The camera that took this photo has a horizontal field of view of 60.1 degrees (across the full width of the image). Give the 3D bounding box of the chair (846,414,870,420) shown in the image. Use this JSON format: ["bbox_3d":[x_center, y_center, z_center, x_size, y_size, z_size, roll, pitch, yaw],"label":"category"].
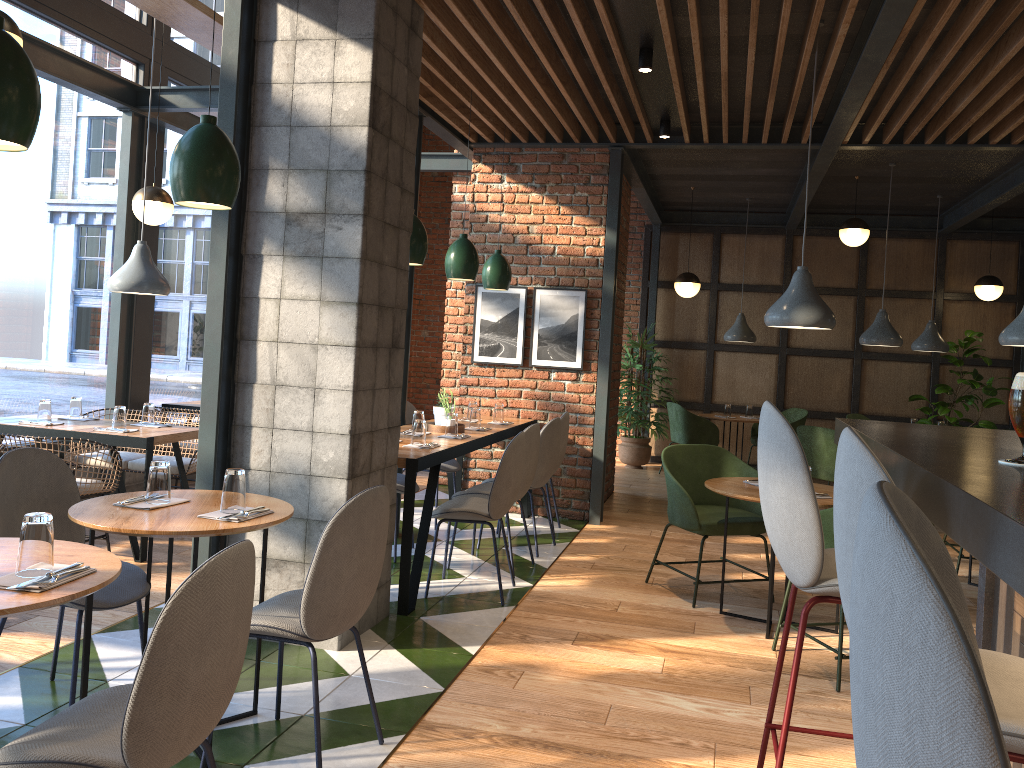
[{"bbox_3d":[3.817,0.745,9.330,0.638,0.819,0.516,2,1,-45],"label":"chair"}]

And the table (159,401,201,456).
[{"bbox_3d":[-2.154,0.543,7.315,1.272,0.706,0.658,4,1,14],"label":"table"}]

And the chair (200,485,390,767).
[{"bbox_3d":[-0.672,0.744,2.828,0.508,0.887,0.418,4,0,20],"label":"chair"}]

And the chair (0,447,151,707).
[{"bbox_3d":[-1.528,0.683,3.071,0.508,0.887,0.418,3,0,15],"label":"chair"}]

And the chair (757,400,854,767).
[{"bbox_3d":[0.877,0.680,2.321,0.508,1.243,0.418,3,0,14],"label":"chair"}]

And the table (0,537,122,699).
[{"bbox_3d":[-1.316,0.811,2.072,0.698,0.747,0.700,3,1,-34],"label":"table"}]

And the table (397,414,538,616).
[{"bbox_3d":[-0.467,0.684,5.737,0.658,0.765,2.773,4,2,14],"label":"table"}]

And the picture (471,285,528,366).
[{"bbox_3d":[-0.103,-0.471,7.085,0.430,0.631,0.015,4,0,14],"label":"picture"}]

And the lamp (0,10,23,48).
[{"bbox_3d":[-2.152,-3.244,3.813,0.268,3.794,0.268,3,0,-33],"label":"lamp"}]

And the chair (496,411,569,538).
[{"bbox_3d":[0.143,0.627,6.452,0.508,0.887,0.418,3,0,10],"label":"chair"}]

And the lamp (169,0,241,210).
[{"bbox_3d":[-0.965,-1.599,2.943,0.224,2.022,0.223,3,0,17],"label":"lamp"}]

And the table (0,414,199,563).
[{"bbox_3d":[-2.610,0.602,5.448,1.272,0.706,0.658,4,1,14],"label":"table"}]

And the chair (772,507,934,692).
[{"bbox_3d":[1.551,0.857,3.963,0.638,0.819,0.515,3,1,-16],"label":"chair"}]

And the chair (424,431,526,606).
[{"bbox_3d":[-0.202,0.682,4.792,0.508,0.887,0.418,3,0,10],"label":"chair"}]

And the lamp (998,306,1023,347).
[{"bbox_3d":[3.298,-2.470,5.411,0.352,4.491,0.353,3,0,-41],"label":"lamp"}]

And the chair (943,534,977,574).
[{"bbox_3d":[3.247,0.864,5.984,0.639,0.819,0.515,4,1,14],"label":"chair"}]

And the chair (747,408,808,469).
[{"bbox_3d":[2.963,0.670,9.878,0.515,0.819,0.639,3,1,-11],"label":"chair"}]

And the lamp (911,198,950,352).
[{"bbox_3d":[4.357,-2.570,8.963,0.352,4.491,0.353,3,0,-41],"label":"lamp"}]

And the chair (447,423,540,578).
[{"bbox_3d":[-0.106,0.662,5.359,0.508,0.887,0.418,4,0,20],"label":"chair"}]

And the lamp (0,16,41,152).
[{"bbox_3d":[-1.177,-1.572,2.077,0.224,2.022,0.223,3,0,17],"label":"lamp"}]

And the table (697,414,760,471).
[{"bbox_3d":[2.434,0.710,9.766,0.806,0.687,0.809,2,2,-37],"label":"table"}]

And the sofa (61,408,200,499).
[{"bbox_3d":[-2.476,0.572,5.995,1.092,0.733,0.470,4,1,14],"label":"sofa"}]

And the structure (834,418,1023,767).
[{"bbox_3d":[1.829,0.761,0.087,2.918,1.396,4.920,4,2,14],"label":"structure"}]

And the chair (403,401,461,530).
[{"bbox_3d":[-0.634,0.577,6.548,0.508,0.887,0.418,4,0,20],"label":"chair"}]

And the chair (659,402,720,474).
[{"bbox_3d":[1.958,0.621,9.657,0.515,0.819,0.639,3,1,-11],"label":"chair"}]

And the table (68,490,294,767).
[{"bbox_3d":[-1.104,0.784,2.937,0.700,0.747,0.699,4,1,24],"label":"table"}]

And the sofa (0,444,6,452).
[{"bbox_3d":[-2.929,0.630,4.143,1.092,0.733,0.470,4,1,14],"label":"sofa"}]

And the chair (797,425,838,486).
[{"bbox_3d":[2.696,0.766,7.425,0.514,0.819,0.639,3,1,-31],"label":"chair"}]

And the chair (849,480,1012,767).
[{"bbox_3d":[0.528,0.731,0.749,0.508,1.243,0.418,3,0,25],"label":"chair"}]

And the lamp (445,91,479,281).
[{"bbox_3d":[-0.273,-1.688,5.772,0.224,2.022,0.223,3,0,17],"label":"lamp"}]

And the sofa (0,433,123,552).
[{"bbox_3d":[-2.744,0.606,4.898,1.092,0.733,0.470,4,1,14],"label":"sofa"}]

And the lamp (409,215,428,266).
[{"bbox_3d":[-0.513,-1.657,4.789,0.224,2.022,0.223,3,0,17],"label":"lamp"}]

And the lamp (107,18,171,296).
[{"bbox_3d":[-2.097,-2.781,5.298,0.352,4.491,0.353,3,0,-24],"label":"lamp"}]

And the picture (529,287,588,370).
[{"bbox_3d":[0.363,-0.439,6.971,0.430,0.631,0.015,4,0,14],"label":"picture"}]

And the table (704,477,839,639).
[{"bbox_3d":[1.382,0.886,4.550,0.809,0.687,0.806,5,2,44],"label":"table"}]

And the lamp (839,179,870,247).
[{"bbox_3d":[3.302,-3.177,8.283,0.268,3.794,0.268,3,0,-7],"label":"lamp"}]

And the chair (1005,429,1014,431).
[{"bbox_3d":[4.489,0.820,8.548,0.638,0.819,0.516,3,1,-40],"label":"chair"}]

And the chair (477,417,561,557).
[{"bbox_3d":[0.052,0.646,5.911,0.508,0.887,0.418,4,0,20],"label":"chair"}]

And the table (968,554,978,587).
[{"bbox_3d":[3.093,0.948,5.392,0.806,0.687,0.809,3,2,-27],"label":"table"}]

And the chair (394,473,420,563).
[{"bbox_3d":[-0.835,0.611,5.546,0.508,0.887,0.418,3,0,10],"label":"chair"}]

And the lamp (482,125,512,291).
[{"bbox_3d":[-0.061,-1.715,6.638,0.224,2.022,0.223,3,0,17],"label":"lamp"}]

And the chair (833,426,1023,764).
[{"bbox_3d":[0.782,0.712,1.492,0.508,1.243,0.418,3,0,19],"label":"chair"}]

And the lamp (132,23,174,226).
[{"bbox_3d":[-2.378,-2.990,6.126,0.268,3.794,0.268,3,0,-18],"label":"lamp"}]

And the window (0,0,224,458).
[{"bbox_3d":[-3.474,-2.258,4.506,0.127,5.598,8.721,3,2,14],"label":"window"}]

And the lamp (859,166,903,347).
[{"bbox_3d":[3.317,-2.571,7.660,0.352,4.491,0.353,3,0,-41],"label":"lamp"}]

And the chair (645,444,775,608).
[{"bbox_3d":[1.151,0.784,5.058,0.638,0.819,0.515,3,1,-21],"label":"chair"}]

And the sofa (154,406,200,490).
[{"bbox_3d":[-2.286,0.547,6.769,1.092,0.733,0.470,4,1,14],"label":"sofa"}]

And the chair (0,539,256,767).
[{"bbox_3d":[-0.855,0.773,1.956,0.508,0.887,0.418,3,0,10],"label":"chair"}]
